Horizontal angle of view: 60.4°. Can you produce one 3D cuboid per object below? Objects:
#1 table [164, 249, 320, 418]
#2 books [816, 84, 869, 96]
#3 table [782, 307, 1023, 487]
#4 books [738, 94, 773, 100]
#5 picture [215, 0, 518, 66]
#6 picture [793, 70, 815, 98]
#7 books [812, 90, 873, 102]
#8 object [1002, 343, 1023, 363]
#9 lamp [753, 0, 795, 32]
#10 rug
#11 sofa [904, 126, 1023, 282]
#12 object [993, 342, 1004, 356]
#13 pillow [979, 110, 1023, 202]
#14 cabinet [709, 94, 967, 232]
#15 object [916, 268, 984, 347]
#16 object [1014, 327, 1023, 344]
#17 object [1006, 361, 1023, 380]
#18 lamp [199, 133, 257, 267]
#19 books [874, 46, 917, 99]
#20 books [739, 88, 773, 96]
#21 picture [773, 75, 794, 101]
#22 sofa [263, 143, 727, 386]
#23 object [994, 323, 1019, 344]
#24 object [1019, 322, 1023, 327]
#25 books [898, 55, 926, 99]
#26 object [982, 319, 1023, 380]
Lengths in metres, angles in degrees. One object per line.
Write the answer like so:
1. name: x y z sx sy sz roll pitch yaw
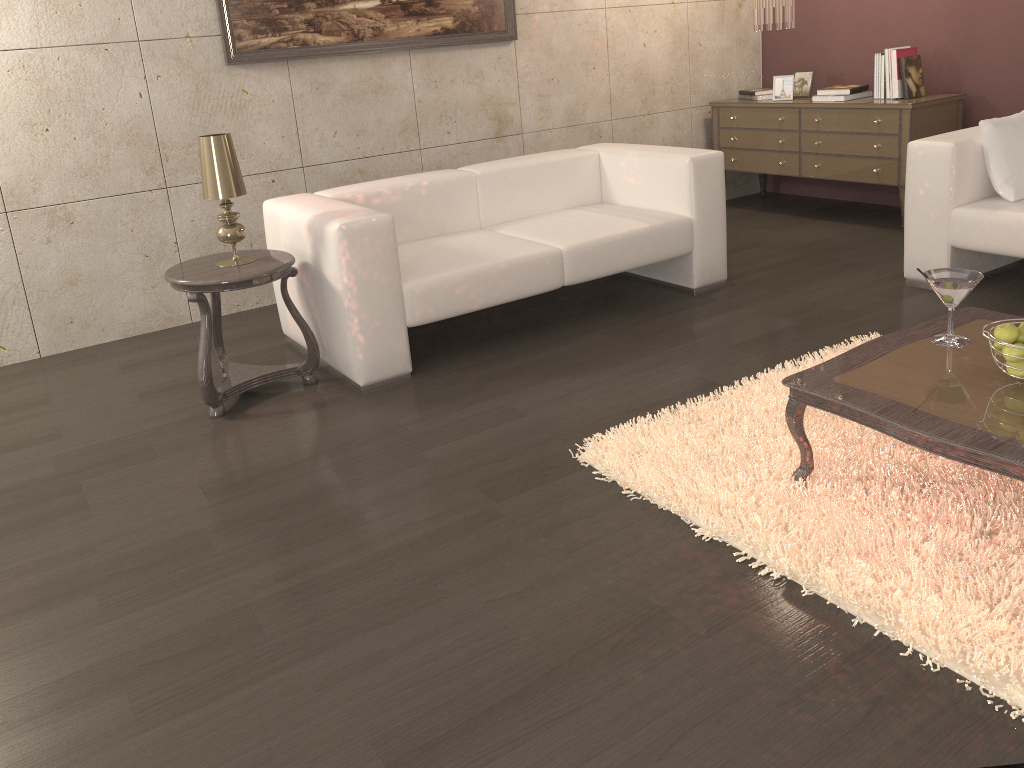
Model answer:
1. table: -1.031 -0.215 3.413 0.525 0.505 0.529 -8 18 -8
2. books: 2.038 -1.812 5.425 0.213 0.033 0.295 14 28 40
3. table: 1.307 0.130 2.208 0.918 0.293 0.932 -18 24 -30
4. books: 1.693 -1.958 5.987 0.201 0.031 0.284 -9 21 -10
5. picture: -0.723 -2.174 4.679 1.739 0.770 0.054 -17 19 -30
6. picture: 1.895 -1.957 5.749 0.142 0.166 0.079 11 23 42
7. books: 2.034 -1.773 5.418 0.313 0.034 0.228 -20 25 -34
8. object: 1.209 -0.076 2.117 0.054 0.050 0.055 -14 20 -25
9. lamp: 1.494 -3.308 4.549 0.483 2.749 0.499 -4 16 6
10. rug: 1.298 0.266 2.251 1.529 0.065 2.039 -17 24 -29
11. sofa: 2.907 -0.556 3.136 0.956 0.630 2.841 -16 23 -28
12. object: 1.210 -0.091 2.167 0.045 0.044 0.046 -20 23 -37
13. pillow: 2.221 -1.006 3.870 0.381 0.347 0.189 -17 20 -31
14. cabinet: 2.004 -1.455 5.633 0.539 0.707 1.560 -15 22 -29
15. object: 1.220 -0.222 2.443 0.154 0.210 0.153 -19 22 -36
16. object: 1.243 -0.116 2.147 0.045 0.042 0.047 5 21 28
17. object: 1.242 -0.044 2.145 0.067 0.062 0.071 -1 19 13
18. lamp: -1.075 -0.693 3.309 0.159 0.469 0.165 -5 16 2
19. books: 2.250 -1.823 5.156 0.207 0.281 0.181 -15 20 -30
20. books: 1.669 -1.982 5.973 0.170 0.026 0.240 -9 21 -10
21. picture: 1.747 -1.906 5.671 0.128 0.152 0.052 4 19 28
22. sofa: -0.026 -0.676 4.142 2.054 0.631 0.962 -17 23 -29
23. object: 1.199 -0.122 2.136 0.054 0.050 0.055 -16 21 -29
24. object: 1.294 -0.133 2.199 0.053 0.053 0.056 2 20 20
25. books: 2.305 -1.770 5.075 0.175 0.230 0.070 -16 19 -30
26. object: 1.273 -0.067 2.145 0.233 0.115 0.242 0 20 13
